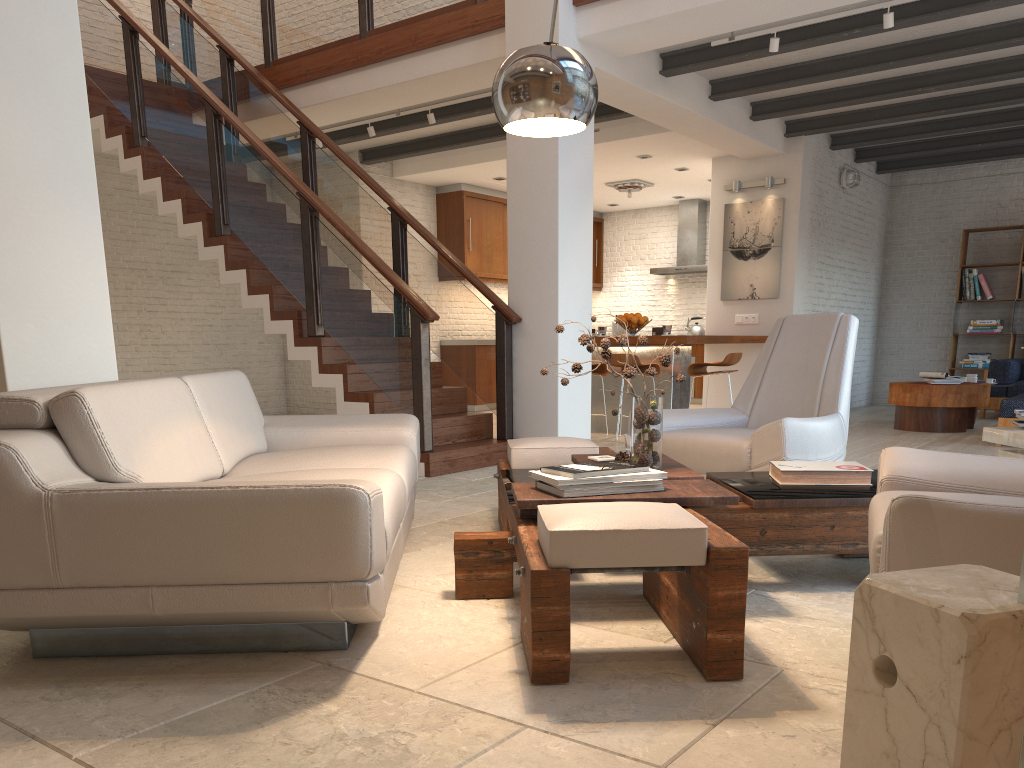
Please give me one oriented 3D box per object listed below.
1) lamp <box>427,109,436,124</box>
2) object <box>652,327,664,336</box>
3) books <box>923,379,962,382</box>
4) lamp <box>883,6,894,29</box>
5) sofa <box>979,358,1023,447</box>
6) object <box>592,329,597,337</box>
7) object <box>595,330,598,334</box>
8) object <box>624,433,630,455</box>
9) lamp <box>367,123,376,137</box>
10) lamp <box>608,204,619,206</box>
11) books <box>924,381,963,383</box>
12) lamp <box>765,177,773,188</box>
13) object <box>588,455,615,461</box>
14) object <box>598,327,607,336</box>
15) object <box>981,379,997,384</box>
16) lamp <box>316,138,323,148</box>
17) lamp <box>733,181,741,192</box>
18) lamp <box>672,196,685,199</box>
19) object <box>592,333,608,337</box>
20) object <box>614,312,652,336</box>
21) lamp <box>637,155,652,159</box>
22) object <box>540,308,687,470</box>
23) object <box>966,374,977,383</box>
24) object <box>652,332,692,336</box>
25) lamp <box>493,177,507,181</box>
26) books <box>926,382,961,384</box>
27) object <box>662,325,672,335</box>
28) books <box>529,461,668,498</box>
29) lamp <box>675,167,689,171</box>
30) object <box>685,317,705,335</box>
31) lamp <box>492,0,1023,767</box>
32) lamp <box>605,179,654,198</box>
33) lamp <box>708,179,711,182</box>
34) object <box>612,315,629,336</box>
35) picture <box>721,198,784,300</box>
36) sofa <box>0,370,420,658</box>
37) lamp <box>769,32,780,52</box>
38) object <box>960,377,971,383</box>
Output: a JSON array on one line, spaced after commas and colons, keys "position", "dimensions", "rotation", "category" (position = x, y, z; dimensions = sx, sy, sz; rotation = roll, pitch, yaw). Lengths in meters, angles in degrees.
[{"position": [-0.704, -2.326, 7.610], "dimensions": [0.060, 0.133, 0.084], "rotation": [8, 13, 39], "category": "lamp"}, {"position": [1.368, -0.487, 8.127], "dimensions": [0.094, 0.084, 0.111], "rotation": [-2, 6, -8], "category": "object"}, {"position": [4.172, -0.034, 8.455], "dimensions": [0.252, 0.011, 0.310], "rotation": [0, 3, 6], "category": "books"}, {"position": [2.325, -2.254, 5.380], "dimensions": [0.060, 0.133, 0.084], "rotation": [8, 13, 39], "category": "lamp"}, {"position": [5.487, 0.108, 8.332], "dimensions": [2.062, 0.679, 3.884], "rotation": [2, 4, 37], "category": "sofa"}, {"position": [0.832, -0.500, 8.529], "dimensions": [0.113, 0.084, 0.092], "rotation": [4, 8, 37], "category": "object"}, {"position": [1.250, -0.776, 13.735], "dimensions": [0.342, 0.164, 0.246], "rotation": [3, 7, 37], "category": "object"}, {"position": [0.516, 0.255, 3.684], "dimensions": [0.091, 0.087, 0.088], "rotation": [-1, 7, -4], "category": "object"}, {"position": [-1.299, -2.340, 8.048], "dimensions": [0.060, 0.133, 0.084], "rotation": [8, 13, 39], "category": "lamp"}, {"position": [1.462, -2.604, 12.594], "dimensions": [0.122, 0.057, 0.121], "rotation": [3, 5, 37], "category": "lamp"}, {"position": [4.187, -0.024, 8.468], "dimensions": [0.252, 0.011, 0.310], "rotation": [0, 3, 6], "category": "books"}, {"position": [2.679, -2.099, 9.085], "dimensions": [0.079, 0.107, 0.078], "rotation": [-5, 10, -24], "category": "lamp"}, {"position": [0.454, 0.295, 3.637], "dimensions": [0.271, 0.036, 0.243], "rotation": [0, 3, 9], "category": "object"}, {"position": [0.869, -0.507, 8.385], "dimensions": [0.090, 0.087, 0.089], "rotation": [4, 9, 34], "category": "object"}, {"position": [4.874, -0.023, 8.910], "dimensions": [0.154, 0.059, 0.265], "rotation": [2, 4, 30], "category": "object"}, {"position": [-1.877, -2.353, 8.470], "dimensions": [0.059, 0.133, 0.083], "rotation": [1, 10, 7], "category": "lamp"}, {"position": [2.395, -2.106, 9.294], "dimensions": [0.079, 0.107, 0.078], "rotation": [-5, 10, -24], "category": "lamp"}, {"position": [2.290, -2.585, 11.985], "dimensions": [0.122, 0.057, 0.121], "rotation": [3, 5, 37], "category": "lamp"}, {"position": [0.831, -0.473, 8.467], "dimensions": [0.284, 0.036, 0.202], "rotation": [2, 4, 37], "category": "object"}, {"position": [1.151, -0.563, 8.278], "dimensions": [0.366, 0.228, 0.354], "rotation": [0, 6, 2], "category": "object"}, {"position": [1.423, -2.457, 9.361], "dimensions": [0.122, 0.057, 0.121], "rotation": [3, 5, 37], "category": "lamp"}, {"position": [0.374, 0.021, 3.283], "dimensions": [0.542, 0.625, 0.306], "rotation": [1, 11, 8], "category": "object"}, {"position": [4.656, -0.044, 8.837], "dimensions": [0.107, 0.111, 0.106], "rotation": [-6, 10, -37], "category": "object"}, {"position": [1.446, -0.459, 8.024], "dimensions": [0.391, 0.036, 0.195], "rotation": [2, 4, 40], "category": "object"}, {"position": [-0.147, -2.495, 10.517], "dimensions": [0.122, 0.057, 0.121], "rotation": [3, 5, 37], "category": "lamp"}, {"position": [4.180, -0.012, 8.456], "dimensions": [0.252, 0.011, 0.311], "rotation": [0, 3, 16], "category": "books"}, {"position": [1.422, -0.495, 7.992], "dimensions": [0.090, 0.087, 0.089], "rotation": [-6, 9, -38], "category": "object"}, {"position": [0.287, 0.311, 2.876], "dimensions": [0.399, 0.076, 0.245], "rotation": [-2, 4, -20], "category": "books"}, {"position": [1.960, -2.494, 10.054], "dimensions": [0.122, 0.057, 0.121], "rotation": [3, 5, 37], "category": "lamp"}, {"position": [2.621, -0.815, 12.373], "dimensions": [0.260, 0.283, 0.257], "rotation": [-5, 9, -31], "category": "object"}, {"position": [0.346, -0.406, 1.912], "dimensions": [0.319, 2.417, 1.977], "rotation": [-4, 9, -17], "category": "lamp"}, {"position": [1.480, -2.431, 10.963], "dimensions": [0.446, 0.175, 0.442], "rotation": [2, 5, 37], "category": "lamp"}, {"position": [2.496, -2.530, 10.747], "dimensions": [0.122, 0.057, 0.121], "rotation": [3, 5, 37], "category": "lamp"}, {"position": [1.672, -0.877, 13.455], "dimensions": [0.318, 0.386, 0.065], "rotation": [6, 14, 36], "category": "object"}, {"position": [2.577, -1.433, 9.382], "dimensions": [0.648, 1.046, 0.019], "rotation": [6, 14, 35], "category": "picture"}, {"position": [-0.969, 0.352, 3.291], "dimensions": [1.144, 0.776, 2.272], "rotation": [-1, 4, -3], "category": "sofa"}, {"position": [1.747, -2.267, 5.803], "dimensions": [0.059, 0.133, 0.083], "rotation": [1, 10, 7], "category": "lamp"}, {"position": [4.456, -0.041, 8.615], "dimensions": [0.146, 0.057, 0.171], "rotation": [1, 4, 26], "category": "object"}]
